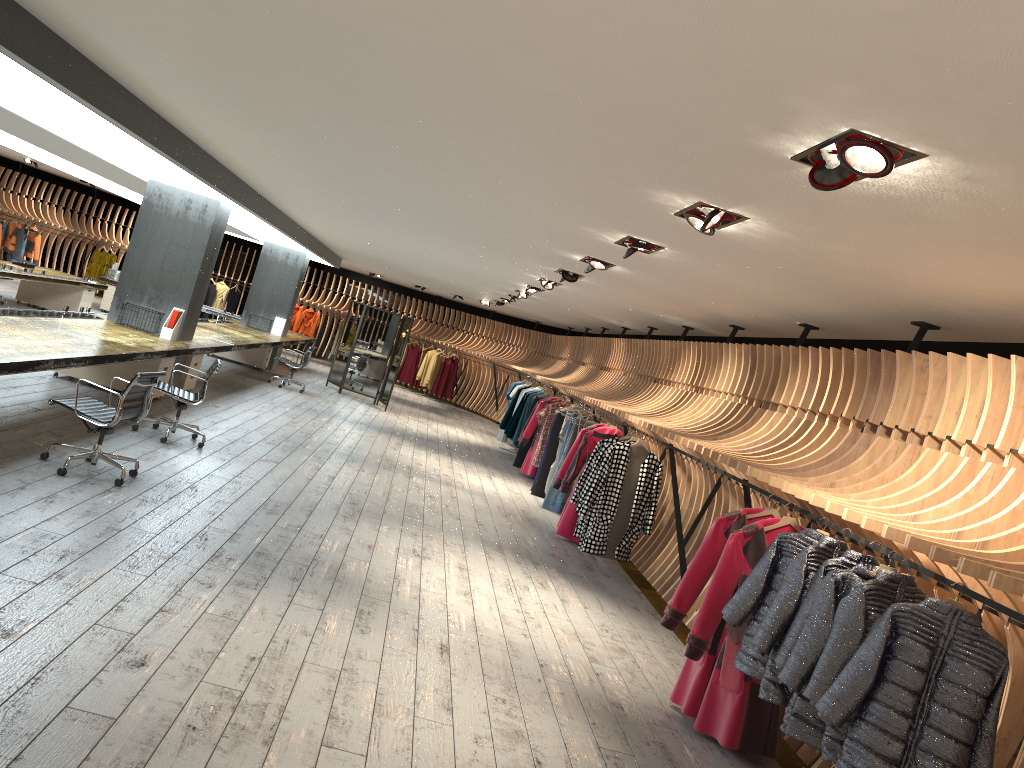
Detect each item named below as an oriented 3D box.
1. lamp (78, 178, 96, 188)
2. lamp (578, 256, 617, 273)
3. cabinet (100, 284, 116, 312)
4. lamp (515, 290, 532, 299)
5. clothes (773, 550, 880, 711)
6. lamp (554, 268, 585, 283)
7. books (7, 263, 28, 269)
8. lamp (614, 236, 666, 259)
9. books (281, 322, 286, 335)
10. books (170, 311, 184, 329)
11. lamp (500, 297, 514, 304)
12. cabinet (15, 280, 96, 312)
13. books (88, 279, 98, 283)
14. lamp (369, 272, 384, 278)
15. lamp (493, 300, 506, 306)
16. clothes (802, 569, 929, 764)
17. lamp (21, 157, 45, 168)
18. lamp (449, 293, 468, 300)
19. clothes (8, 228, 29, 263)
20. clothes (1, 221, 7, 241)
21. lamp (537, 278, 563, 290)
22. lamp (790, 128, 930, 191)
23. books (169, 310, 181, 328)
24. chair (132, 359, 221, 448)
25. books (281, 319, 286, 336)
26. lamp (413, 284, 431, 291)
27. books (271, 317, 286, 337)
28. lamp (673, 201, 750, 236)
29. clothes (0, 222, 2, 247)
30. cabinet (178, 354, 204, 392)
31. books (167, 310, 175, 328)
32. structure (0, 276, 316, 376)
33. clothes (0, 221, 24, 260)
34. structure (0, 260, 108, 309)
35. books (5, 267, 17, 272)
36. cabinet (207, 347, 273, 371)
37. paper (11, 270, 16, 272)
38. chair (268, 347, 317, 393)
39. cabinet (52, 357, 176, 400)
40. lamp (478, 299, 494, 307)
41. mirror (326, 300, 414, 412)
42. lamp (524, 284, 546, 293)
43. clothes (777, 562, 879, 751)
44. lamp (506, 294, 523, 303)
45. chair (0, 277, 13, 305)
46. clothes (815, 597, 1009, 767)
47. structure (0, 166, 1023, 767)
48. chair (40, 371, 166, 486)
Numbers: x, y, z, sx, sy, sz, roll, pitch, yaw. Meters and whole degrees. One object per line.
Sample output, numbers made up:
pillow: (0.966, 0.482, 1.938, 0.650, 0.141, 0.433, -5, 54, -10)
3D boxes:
lamp: (-10.195, -4.911, 21.367, 0.270, 0.293, 0.492, 18, 2, 27)
lamp: (0.761, -1.105, 7.810, 0.269, 0.294, 0.493, 17, 2, -6)
cabinet: (-8.974, -1.896, 20.499, 0.593, 0.630, 1.132, 17, 2, -6)
lamp: (0.191, -1.488, 14.158, 0.269, 0.301, 0.493, 17, 2, -6)
clothes: (1.518, 1.192, 4.085, 0.512, 0.854, 0.227, 17, 1, 15)
lamp: (0.619, -1.203, 9.397, 0.269, 0.291, 0.493, 17, 2, -6)
books: (-8.311, -1.975, 14.916, 0.213, 0.026, 0.366, 17, 2, -5)
lamp: (0.904, -1.008, 6.223, 0.269, 0.295, 0.493, 17, 2, -6)
books: (-4.806, -1.180, 18.250, 0.215, 0.368, 0.075, 17, 1, -6)
books: (-4.089, -0.716, 10.767, 0.048, 0.368, 0.215, 17, 1, -6)
lamp: (-0.093, -1.683, 17.332, 0.269, 0.294, 0.493, 17, 2, -6)
cabinet: (-8.646, -1.673, 16.816, 1.131, 0.630, 0.594, 17, 1, -6)
books: (-8.101, -1.991, 17.148, 0.155, 0.025, 0.110, 17, 2, -11)
lamp: (-3.645, -2.988, 23.820, 0.494, 0.292, 0.269, 18, 2, 27)
lamp: (-0.238, -1.782, 18.919, 0.269, 0.291, 0.493, 17, 2, -10)
clothes: (1.552, 1.214, 3.786, 0.529, 0.856, 0.234, 17, 1, -7)
lamp: (-10.754, -5.032, 19.890, 0.269, 0.296, 0.492, 17, 2, 14)
lamp: (-1.300, -2.205, 21.862, 0.269, 0.292, 0.494, 16, 2, -38)
clothes: (-12.048, -3.123, 21.546, 0.308, 1.421, 0.201, 16, 1, -34)
clothes: (-12.243, -3.164, 20.986, 0.200, 1.421, 0.309, 17, 1, -14)
lamp: (0.478, -1.303, 10.984, 0.269, 0.284, 0.493, 17, 2, -6)
lamp: (1.188, -0.812, 3.049, 0.269, 0.302, 0.493, 17, 2, -6)
books: (-4.110, -0.723, 10.765, 0.048, 0.368, 0.215, 17, 1, -6)
chair: (-3.295, 0.114, 8.767, 0.666, 0.859, 0.695, 16, 1, -30)
books: (-4.809, -1.183, 18.292, 0.215, 0.368, 0.047, 17, 1, -6)
lamp: (-2.347, -2.562, 23.005, 0.494, 0.294, 0.269, 18, 2, 39)
books: (-4.803, -1.178, 18.223, 0.215, 0.368, 0.073, 17, 1, -6)
lamp: (1.046, -0.913, 4.636, 0.269, 0.294, 0.493, 17, 2, -6)
clothes: (-12.254, -3.527, 20.727, 0.840, 0.881, 0.200, 17, 1, 9)
cabinet: (-4.800, -0.329, 11.818, 1.131, 0.630, 0.594, 17, 1, -6)
books: (-4.131, -0.729, 10.762, 0.048, 0.368, 0.215, 17, 1, -6)
structure: (-6.327, -0.918, 12.102, 4.833, 0.844, 18.491, 17, 2, -6)
clothes: (-12.032, -3.474, 21.243, 0.840, 0.881, 0.200, 17, 1, 14)
structure: (-8.094, -1.460, 12.135, 1.161, 0.844, 10.460, 17, 2, -6)
books: (-7.792, -1.785, 13.787, 0.155, 0.025, 0.110, 17, 2, -11)
cabinet: (-5.458, -0.730, 17.831, 1.131, 0.630, 0.594, 17, 1, -6)
paper: (-7.802, -1.774, 13.790, 0.176, 0.004, 0.130, 17, 2, -2)
chair: (-4.002, -0.348, 16.149, 0.667, 0.859, 0.694, 17, 1, -10)
cabinet: (-4.679, -0.247, 10.471, 1.131, 0.630, 0.594, 17, 1, -6)
lamp: (-0.578, -1.940, 20.469, 0.269, 0.287, 0.494, 16, 2, -25)
mirror: (-2.885, -0.610, 18.006, 2.117, 1.891, 0.442, 18, 1, 35)
lamp: (0.334, -1.394, 12.571, 0.269, 0.296, 0.493, 17, 2, -6)
clothes: (1.519, 1.224, 3.910, 0.586, 0.854, 0.211, 17, 1, 22)
lamp: (0.050, -1.591, 15.745, 0.269, 0.286, 0.493, 17, 2, -6)
chair: (-9.092, -1.883, 15.433, 0.666, 0.859, 0.694, 17, 1, -20)
clothes: (1.555, 1.251, 3.456, 0.684, 0.854, 0.181, 18, 1, 37)
structure: (-5.086, -1.309, 8.103, 14.874, 2.439, 36.585, 17, 2, -6)
chair: (-3.102, 0.241, 6.700, 0.667, 0.859, 0.694, 17, 1, -10)
